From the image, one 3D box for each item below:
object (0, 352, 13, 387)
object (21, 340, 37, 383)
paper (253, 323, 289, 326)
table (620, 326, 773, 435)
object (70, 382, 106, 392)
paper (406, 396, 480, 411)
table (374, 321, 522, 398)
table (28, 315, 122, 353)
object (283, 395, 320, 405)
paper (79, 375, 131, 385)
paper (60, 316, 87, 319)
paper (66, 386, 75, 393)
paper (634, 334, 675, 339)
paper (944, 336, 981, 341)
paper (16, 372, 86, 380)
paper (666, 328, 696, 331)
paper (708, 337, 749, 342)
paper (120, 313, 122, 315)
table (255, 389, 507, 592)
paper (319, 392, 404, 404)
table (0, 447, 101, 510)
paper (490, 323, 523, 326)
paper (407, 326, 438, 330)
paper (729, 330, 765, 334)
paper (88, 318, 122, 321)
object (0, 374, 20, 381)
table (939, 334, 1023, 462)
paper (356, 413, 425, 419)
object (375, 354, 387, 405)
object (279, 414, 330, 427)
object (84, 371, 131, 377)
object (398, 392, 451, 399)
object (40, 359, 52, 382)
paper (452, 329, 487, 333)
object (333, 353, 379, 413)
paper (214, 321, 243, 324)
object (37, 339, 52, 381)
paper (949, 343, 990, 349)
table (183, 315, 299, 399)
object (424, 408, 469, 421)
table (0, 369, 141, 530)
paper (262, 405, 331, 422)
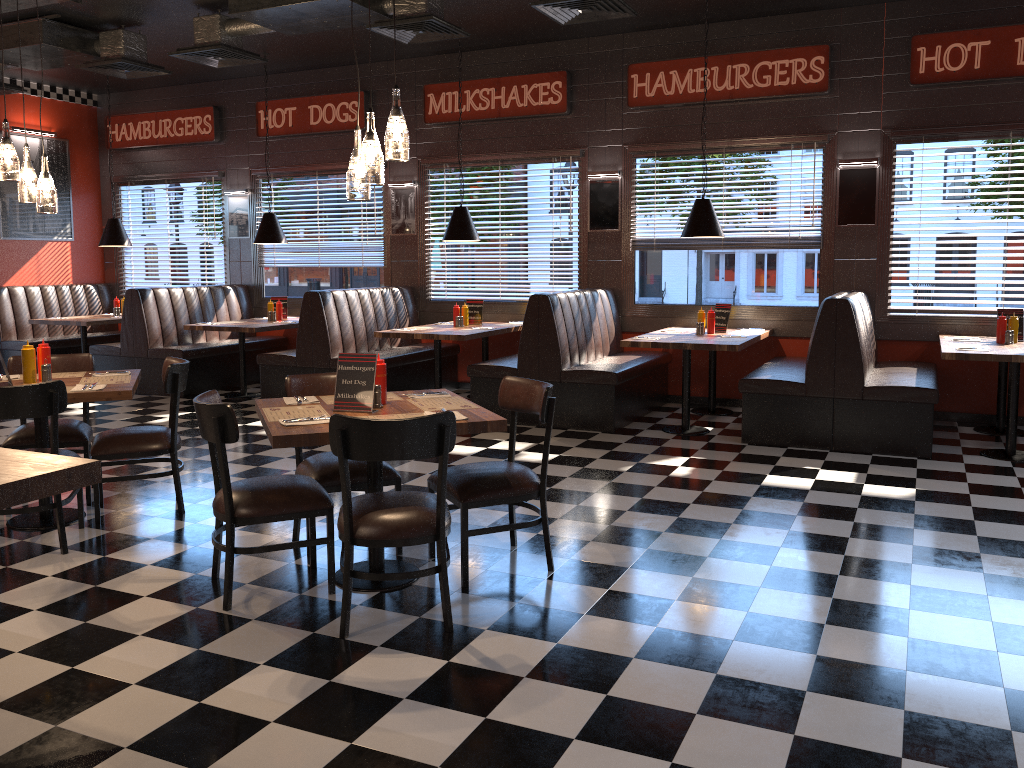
[{"bbox_3d":[-2.787,-0.124,4.844,0.072,0.256,0.189,-4,8,-35],"label":"object"},{"bbox_3d":[-2.680,-0.125,4.913,0.068,0.237,0.068,3,7,30],"label":"object"},{"bbox_3d":[-2.537,-0.625,9.295,0.261,0.001,0.367,4,9,26],"label":"paper"},{"bbox_3d":[1.679,-0.054,7.859,0.957,0.770,1.699,3,8,25],"label":"table"},{"bbox_3d":[-2.247,0.013,4.709,0.157,0.019,0.256,-3,8,-17],"label":"object"},{"bbox_3d":[-0.326,0.091,4.142,0.261,0.001,0.367,-3,9,-20],"label":"paper"},{"bbox_3d":[-0.496,-0.186,8.871,0.957,0.770,1.699,3,8,25],"label":"table"},{"bbox_3d":[-4.821,-0.448,10.883,0.957,0.770,1.699,3,8,25],"label":"table"},{"bbox_3d":[-1.003,0.075,4.222,0.157,0.019,0.256,-3,8,-19],"label":"object"},{"bbox_3d":[-2.300,-0.022,5.013,0.261,0.001,0.367,-4,9,-22],"label":"paper"},{"bbox_3d":[-5.264,-0.798,10.622,0.261,0.001,0.367,3,9,25],"label":"paper"},{"bbox_3d":[-2.467,0.038,4.599,0.365,0.001,0.262,-3,9,-21],"label":"paper"},{"bbox_3d":[1.239,-0.412,7.652,0.261,0.001,0.367,4,9,27],"label":"paper"},{"bbox_3d":[3.726,-0.380,7.334,0.261,0.001,0.367,3,9,24],"label":"paper"},{"bbox_3d":[-2.717,-0.048,5.218,0.365,0.001,0.262,-3,9,-21],"label":"paper"},{"bbox_3d":[1.604,-0.516,8.380,0.261,0.001,0.367,3,9,23],"label":"paper"},{"bbox_3d":[1.795,-0.368,7.321,0.261,0.001,0.367,4,9,27],"label":"paper"},{"bbox_3d":[-4.947,-0.898,11.318,0.261,0.001,0.367,4,9,26],"label":"paper"},{"bbox_3d":[-0.632,0.495,4.048,0.957,0.770,0.964,-3,7,-20],"label":"table"},{"bbox_3d":[-0.737,0.068,4.320,0.365,0.001,0.262,-3,9,-20],"label":"paper"},{"bbox_3d":[-1.836,0.665,2.081,1.693,0.995,0.698,3,7,25],"label":"table"},{"bbox_3d":[-0.030,-0.607,9.077,0.261,0.001,0.367,4,9,26],"label":"paper"},{"bbox_3d":[-0.911,-0.550,8.707,0.261,0.001,0.367,4,9,25],"label":"paper"},{"bbox_3d":[2.125,-0.467,8.011,0.261,0.001,0.367,4,9,26],"label":"paper"},{"bbox_3d":[-4.736,-0.750,10.263,0.261,0.001,0.367,3,9,22],"label":"paper"},{"bbox_3d":[-2.922,-0.039,5.097,0.157,0.019,0.256,-4,9,-27],"label":"object"},{"bbox_3d":[3.830,0.076,6.858,0.957,0.770,1.699,3,8,25],"label":"table"},{"bbox_3d":[-0.516,0.152,3.721,0.365,0.001,0.262,-3,8,-17],"label":"paper"},{"bbox_3d":[-0.618,-0.024,4.123,0.068,0.237,0.068,-3,6,-22],"label":"object"},{"bbox_3d":[-0.839,0.148,3.703,0.255,0.019,0.158,-4,9,-25],"label":"object"},{"bbox_3d":[-2.395,-0.062,5.243,0.255,0.019,0.158,-3,9,-20],"label":"object"},{"bbox_3d":[-0.431,0.052,4.363,0.255,0.019,0.158,-3,8,-16],"label":"object"},{"bbox_3d":[-2.577,-0.072,4.903,0.047,0.135,0.094,-2,7,-15],"label":"object"},{"bbox_3d":[-0.386,-0.501,8.345,0.261,0.001,0.367,3,9,22],"label":"paper"},{"bbox_3d":[-0.696,-0.006,3.934,0.188,0.256,0.072,1,6,15],"label":"object"},{"bbox_3d":[-3.095,-0.668,9.621,0.261,0.001,0.367,4,9,27],"label":"paper"},{"bbox_3d":[-2.638,-0.137,4.997,0.068,0.237,0.068,3,7,30],"label":"object"},{"bbox_3d":[3.446,-0.286,6.680,0.261,0.001,0.367,3,9,23],"label":"paper"},{"bbox_3d":[-2.647,-0.316,9.871,0.957,0.770,1.699,3,8,25],"label":"table"},{"bbox_3d":[-0.290,0.130,3.809,0.157,0.019,0.256,-3,8,-17],"label":"object"},{"bbox_3d":[-2.597,0.378,4.947,0.960,0.770,0.961,-3,7,-20],"label":"table"},{"bbox_3d":[-0.954,0.127,3.910,0.261,0.001,0.367,-3,9,-20],"label":"paper"}]
